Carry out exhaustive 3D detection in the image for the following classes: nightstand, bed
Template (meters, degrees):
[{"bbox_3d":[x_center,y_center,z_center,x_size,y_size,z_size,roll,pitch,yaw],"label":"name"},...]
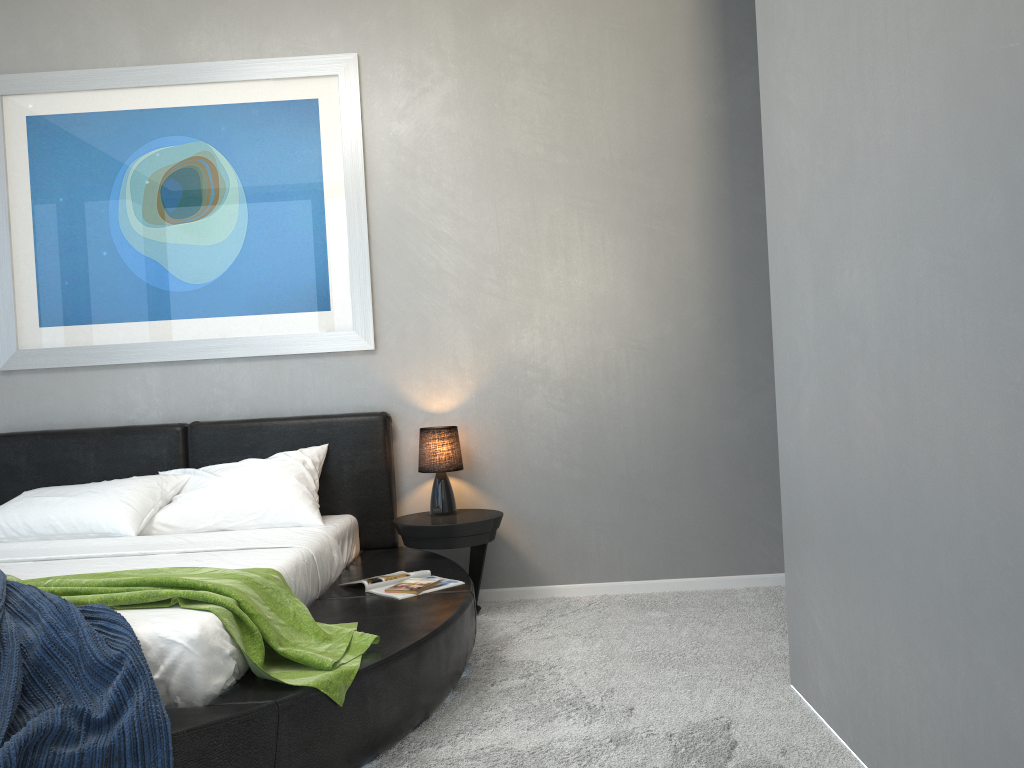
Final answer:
[{"bbox_3d":[-0.274,0.815,3.985,0.497,0.440,0.496,-3,0,29],"label":"nightstand"},{"bbox_3d":[-1.521,0.633,2.968,2.755,0.934,2.617,-3,0,1],"label":"bed"}]

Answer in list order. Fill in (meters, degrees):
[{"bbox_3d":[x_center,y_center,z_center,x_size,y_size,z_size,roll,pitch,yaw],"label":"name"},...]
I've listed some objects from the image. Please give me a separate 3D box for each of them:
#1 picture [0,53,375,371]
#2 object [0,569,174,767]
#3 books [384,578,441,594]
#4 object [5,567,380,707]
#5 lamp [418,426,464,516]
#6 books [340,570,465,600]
[{"bbox_3d":[-1.589,-0.812,4.217,1.800,1.400,0.025,-3,1,1],"label":"picture"},{"bbox_3d":[-1.686,0.770,2.400,2.155,0.568,0.685,-4,0,43],"label":"object"},{"bbox_3d":[-0.362,0.740,3.253,0.133,0.012,0.189,-3,-1,22],"label":"books"},{"bbox_3d":[-1.527,0.704,2.494,2.302,0.342,0.646,-3,0,0],"label":"object"},{"bbox_3d":[-0.326,0.398,4.076,0.208,0.400,0.219,-3,1,-19],"label":"lamp"},{"bbox_3d":[-0.419,0.737,3.337,0.301,0.039,0.395,-3,-1,-43],"label":"books"}]
